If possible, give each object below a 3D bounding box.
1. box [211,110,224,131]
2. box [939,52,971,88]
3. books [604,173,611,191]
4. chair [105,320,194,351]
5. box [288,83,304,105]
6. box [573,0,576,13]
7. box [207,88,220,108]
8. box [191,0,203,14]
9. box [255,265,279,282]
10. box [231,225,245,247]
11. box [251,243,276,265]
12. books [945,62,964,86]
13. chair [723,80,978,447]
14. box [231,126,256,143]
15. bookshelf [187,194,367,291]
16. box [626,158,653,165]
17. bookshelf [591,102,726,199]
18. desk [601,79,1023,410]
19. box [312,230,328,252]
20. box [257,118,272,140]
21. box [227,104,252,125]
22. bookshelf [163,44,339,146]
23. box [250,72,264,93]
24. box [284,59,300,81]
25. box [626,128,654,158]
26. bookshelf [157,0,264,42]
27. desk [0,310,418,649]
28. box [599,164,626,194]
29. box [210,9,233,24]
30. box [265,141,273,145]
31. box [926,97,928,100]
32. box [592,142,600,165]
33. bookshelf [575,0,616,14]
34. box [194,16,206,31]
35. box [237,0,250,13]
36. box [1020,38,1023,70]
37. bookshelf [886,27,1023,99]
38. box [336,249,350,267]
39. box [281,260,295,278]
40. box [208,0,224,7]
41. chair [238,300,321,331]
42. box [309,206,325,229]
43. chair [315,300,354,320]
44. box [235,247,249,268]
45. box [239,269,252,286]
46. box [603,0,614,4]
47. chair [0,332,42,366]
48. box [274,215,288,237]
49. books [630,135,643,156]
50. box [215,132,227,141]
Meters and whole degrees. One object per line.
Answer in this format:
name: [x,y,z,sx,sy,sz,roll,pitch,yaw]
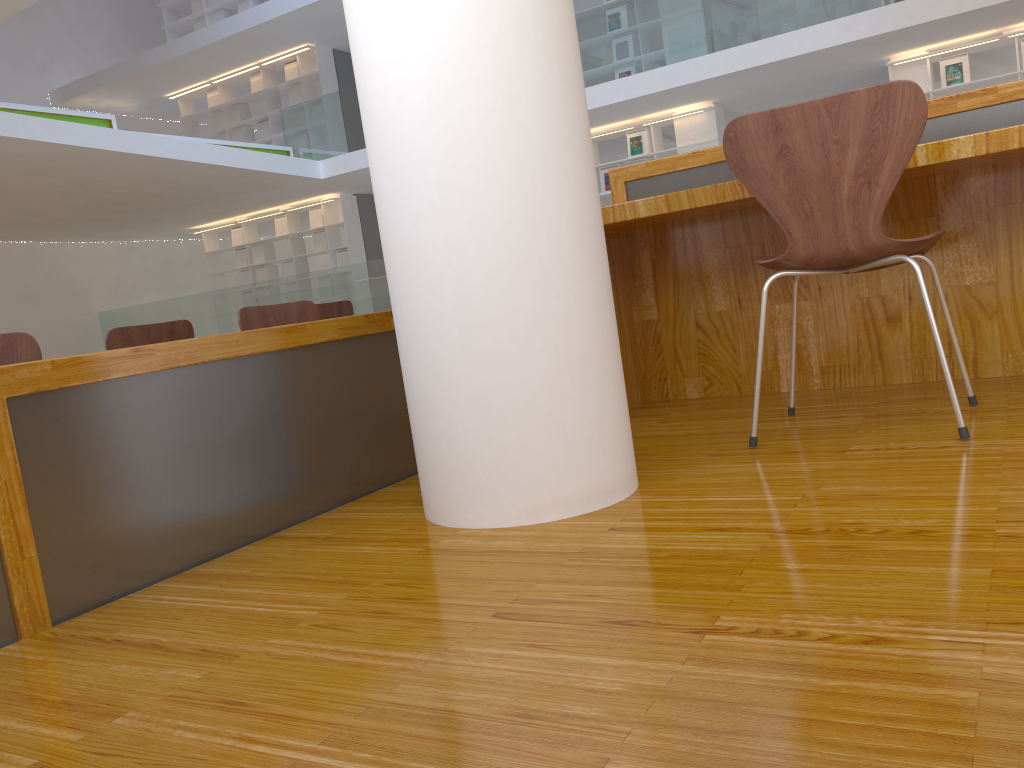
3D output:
box: [-4.366,-3.944,13.344,0.245,0.296,0.274,-5,7,31]
box: [4.258,-2.993,8.517,0.245,0.296,0.274,-5,7,31]
books: [1.141,-2.342,10.252,0.145,0.210,0.037,-5,7,31]
chair: [-1.451,0.127,3.447,0.381,0.693,0.428,-5,7,31]
box: [-2.997,-4.065,12.527,0.245,0.296,0.274,-5,7,31]
box: [0.566,-4.372,10.329,0.245,0.296,0.274,-5,7,31]
box: [-4.414,-4.267,13.311,0.245,0.296,0.274,-5,7,31]
box: [-4.603,-5.605,13.173,0.245,0.296,0.274,-5,7,31]
box: [-3.710,-1.633,13.392,0.245,0.296,0.274,-5,7,31]
box: [-4.115,-2.252,13.513,0.245,0.296,0.274,-5,7,31]
box: [-3.757,-1.956,13.360,0.245,0.296,0.274,-5,7,31]
books: [4.209,-2.938,8.435,0.145,0.210,0.037,-5,7,31]
chair: [0.735,-0.249,1.932,0.428,0.693,0.381,-5,7,31]
box: [-4.008,-3.648,13.191,0.245,0.296,0.274,-5,7,31]
bookshelf: [-3.474,-1.631,13.175,2.984,1.836,0.498,-5,7,31]
box: [1.472,-2.412,10.168,0.245,0.296,0.274,-5,7,31]
bookshelf: [0.781,-2.008,10.641,3.666,1.836,0.498,-5,7,31]
desk: [1.790,-0.458,2.199,3.194,0.762,1.247,-5,7,31]
box: [-2.699,-2.051,12.728,0.245,0.296,0.274,-5,7,31]
box: [-3.548,-3.689,12.916,0.245,0.296,0.274,-5,7,31]
box: [-4.056,-3.971,13.159,0.245,0.296,0.274,-5,7,31]
bookshelf: [-3.773,-3.646,12.974,2.984,1.836,0.498,-5,7,31]
box: [-3.626,-4.338,12.838,0.245,0.296,0.274,-5,7,31]
box: [-3.044,-4.388,12.494,0.245,0.296,0.274,-5,7,31]
box: [1.466,-2.739,10.111,0.245,0.296,0.274,-5,7,31]
bookshelf: [-4.066,-5.630,12.776,2.984,1.836,0.498,-5,7,31]
desk: [-0.333,0.068,2.808,0.760,0.606,3.356,-5,7,31]
box: [1.180,-2.389,10.341,0.245,0.296,0.274,-5,7,31]
box: [-4.265,-5.307,13.032,0.245,0.296,0.274,-5,7,31]
box: [-3.488,-3.366,12.941,0.245,0.296,0.274,-5,7,31]
box: [3.980,-2.642,8.743,0.245,0.296,0.274,-5,7,31]
box: [0.856,-2.686,10.474,0.245,0.296,0.274,-5,7,31]
bookshelf: [0.482,-4.023,10.439,3.666,1.836,0.498,-5,7,31]
box: [-4.572,-5.280,13.215,0.245,0.296,0.274,-5,7,31]
box: [-3.781,-5.350,12.743,0.245,0.296,0.274,-5,7,31]
box: [4.838,-3.046,8.168,0.245,0.296,0.274,-5,7,31]
bookshelf: [5.115,-2.392,8.051,2.984,1.836,0.498,-5,7,31]
box: [-2.329,-1.755,12.569,0.245,0.296,0.274,-5,7,31]
box: [-3.249,-1.674,13.118,0.245,0.296,0.274,-5,7,31]
box: [-4.302,-5.632,12.993,0.245,0.296,0.274,-5,7,31]
chair: [-0.638,0.042,3.089,0.381,0.693,0.428,-5,7,31]
box: [-2.745,-2.373,12.695,0.245,0.296,0.274,-5,7,31]
chair: [-0.970,-0.027,4.277,0.381,0.693,0.428,-5,7,31]
box: [-4.067,-1.929,13.545,0.245,0.296,0.274,-5,7,31]
box: [-4.011,-1.606,13.572,0.245,0.296,0.274,-5,7,31]
box: [1.173,-4.427,9.967,0.245,0.296,0.274,-5,7,31]
chair: [-1.159,0.217,2.114,0.381,0.693,0.428,-5,7,31]
box: [-3.327,-2.323,13.040,0.245,0.296,0.274,-5,7,31]
books: [1.406,-2.691,10.029,0.145,0.210,0.037,-5,7,31]
box: [-4.310,-3.621,13.371,0.245,0.296,0.274,-5,7,31]
